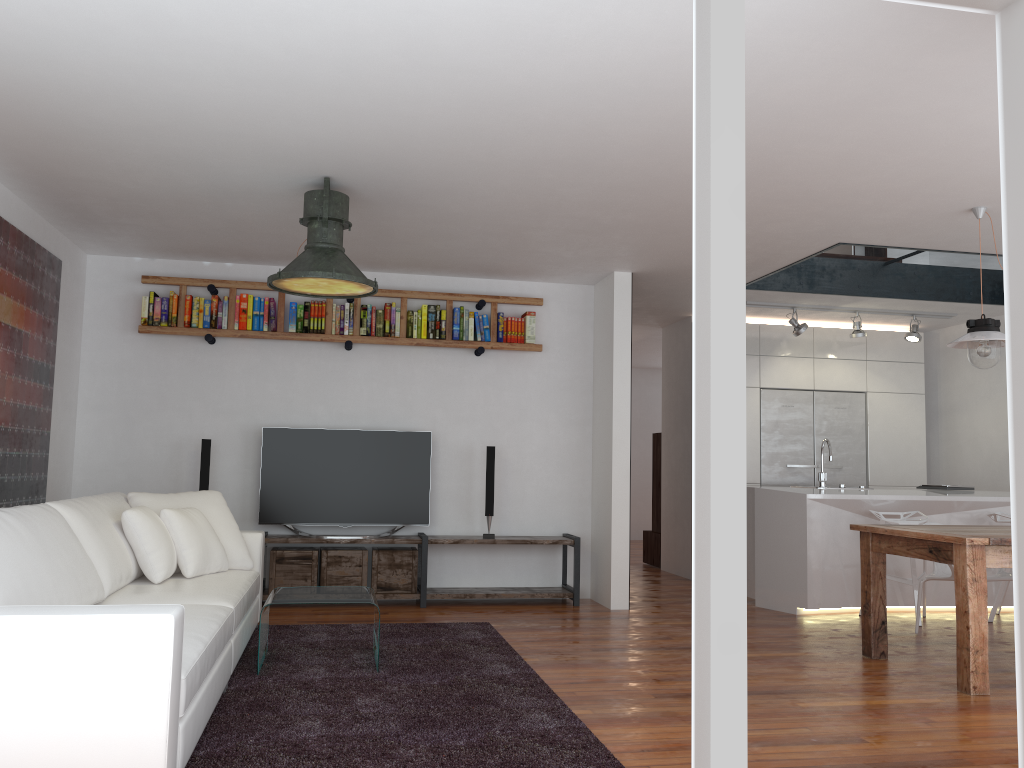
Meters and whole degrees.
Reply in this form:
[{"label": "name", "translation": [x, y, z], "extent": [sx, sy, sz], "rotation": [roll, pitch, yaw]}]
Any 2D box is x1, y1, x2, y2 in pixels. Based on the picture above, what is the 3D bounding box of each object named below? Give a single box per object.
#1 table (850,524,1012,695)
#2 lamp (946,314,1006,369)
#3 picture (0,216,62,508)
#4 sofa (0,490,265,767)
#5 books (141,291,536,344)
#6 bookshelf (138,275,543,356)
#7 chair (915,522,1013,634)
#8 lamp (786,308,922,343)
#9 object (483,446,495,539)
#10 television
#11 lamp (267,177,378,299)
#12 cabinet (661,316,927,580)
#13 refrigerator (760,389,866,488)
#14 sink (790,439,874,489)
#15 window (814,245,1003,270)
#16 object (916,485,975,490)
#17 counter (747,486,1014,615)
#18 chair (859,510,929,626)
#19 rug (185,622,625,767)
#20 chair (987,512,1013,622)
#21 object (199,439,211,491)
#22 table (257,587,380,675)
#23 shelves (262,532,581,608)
[{"label": "table", "translation": [2.971, 1.168, 4.796], "extent": [1.910, 0.735, 0.969], "rotation": [2, -5, -11]}, {"label": "lamp", "translation": [2.581, -0.232, 4.851], "extent": [0.372, 0.306, 0.372], "rotation": [3, -6, -16]}, {"label": "picture", "translation": [-2.751, 0.126, 4.442], "extent": [0.007, 2.136, 2.770], "rotation": [2, -5, -11]}, {"label": "sofa", "translation": [-1.709, 0.925, 3.846], "extent": [0.987, 0.842, 3.086], "rotation": [2, -5, -11]}, {"label": "books", "translation": [0.063, -1.270, 7.312], "extent": [5.671, 1.974, 0.733], "rotation": [3, -6, -22]}, {"label": "bookshelf", "translation": [-1.235, -0.493, 6.743], "extent": [2.983, 0.465, 0.161], "rotation": [2, -5, -11]}, {"label": "chair", "translation": [2.877, 1.254, 5.641], "extent": [0.577, 0.710, 0.505], "rotation": [3, -6, -21]}, {"label": "lamp", "translation": [3.079, -0.523, 7.979], "extent": [1.324, 0.254, 0.154], "rotation": [2, -5, -11]}, {"label": "object", "translation": [-0.166, 0.813, 6.672], "extent": [0.089, 0.687, 0.089], "rotation": [1, -5, -1]}, {"label": "television", "translation": [-1.220, 0.730, 6.548], "extent": [1.230, 0.786, 0.298], "rotation": [2, -5, -11]}, {"label": "lamp", "translation": [-0.991, -0.782, 4.707], "extent": [0.572, 0.561, 0.572], "rotation": [2, -5, -6]}, {"label": "cabinet", "translation": [2.824, 0.666, 8.991], "extent": [2.404, 2.506, 0.946], "rotation": [2, -5, -11]}, {"label": "refrigerator", "translation": [2.904, 0.966, 8.514], "extent": [1.119, 1.811, 0.142], "rotation": [2, -5, -11]}, {"label": "sink", "translation": [2.603, 0.734, 7.240], "extent": [0.492, 0.570, 0.459], "rotation": [2, -5, -11]}, {"label": "window", "translation": [3.308, -1.082, 6.752], "extent": [2.700, 0.035, 1.546], "rotation": [2, -5, -11]}, {"label": "object", "translation": [3.605, 0.859, 7.380], "extent": [0.298, 0.036, 0.325], "rotation": [3, -6, -21]}, {"label": "counter", "translation": [2.993, 1.290, 7.012], "extent": [2.289, 0.903, 0.956], "rotation": [2, -5, -11]}, {"label": "chair", "translation": [2.775, 1.287, 6.274], "extent": [0.492, 0.765, 0.428], "rotation": [1, -5, -1]}, {"label": "rug", "translation": [-0.777, 1.374, 3.990], "extent": [1.895, 0.019, 3.193], "rotation": [2, -5, -11]}, {"label": "chair", "translation": [3.674, 1.315, 6.375], "extent": [0.428, 0.765, 0.492], "rotation": [-2, -6, 34]}, {"label": "object", "translation": [-2.193, 0.736, 6.303], "extent": [0.089, 0.687, 0.089], "rotation": [4, -6, -26]}, {"label": "table", "translation": [-0.970, 1.239, 4.504], "extent": [0.565, 0.337, 0.551], "rotation": [2, -5, -11]}, {"label": "shelves", "translation": [-1.236, 1.352, 6.484], "extent": [3.473, 0.506, 0.414], "rotation": [2, -5, -11]}]
